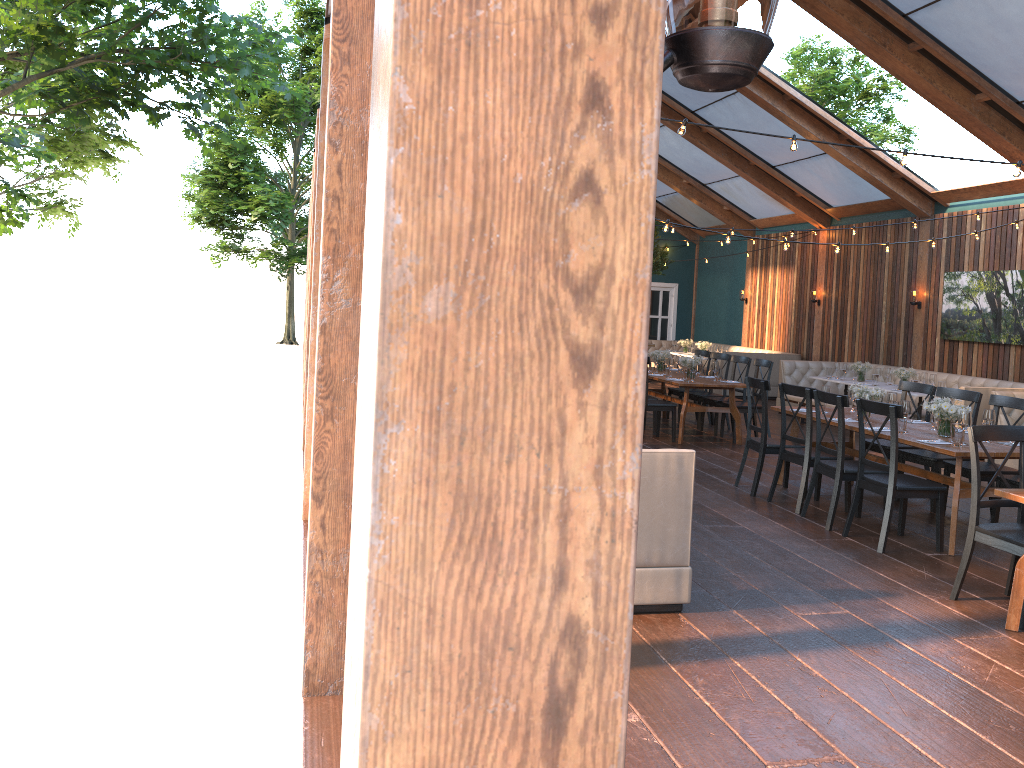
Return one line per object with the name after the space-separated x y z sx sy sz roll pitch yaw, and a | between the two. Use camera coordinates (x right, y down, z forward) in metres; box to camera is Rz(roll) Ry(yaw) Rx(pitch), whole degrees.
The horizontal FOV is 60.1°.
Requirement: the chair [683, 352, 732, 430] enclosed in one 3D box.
2.672 0.082 12.112 0.539 1.018 0.479 2 2 -18 | chair

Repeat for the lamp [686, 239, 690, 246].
2.942 -2.367 14.808 0.060 0.119 0.056 3 2 10 | lamp

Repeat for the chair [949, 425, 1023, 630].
2.860 0.770 4.945 0.477 1.018 0.541 2 3 -19 | chair

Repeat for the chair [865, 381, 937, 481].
3.588 0.495 8.246 0.539 1.018 0.479 2 2 -13 | chair

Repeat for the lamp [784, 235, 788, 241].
4.927 -2.631 15.909 0.064 0.118 0.056 3 2 -5 | lamp

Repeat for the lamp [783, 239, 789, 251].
2.683 -1.364 8.664 0.056 0.120 0.056 3 2 -8 | lamp

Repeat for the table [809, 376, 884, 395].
4.990 0.267 13.242 0.798 0.671 0.802 2 4 -14 | table

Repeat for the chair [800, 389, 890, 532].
2.615 0.576 6.862 0.539 1.018 0.479 3 2 -8 | chair

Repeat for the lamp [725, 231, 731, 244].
2.023 -1.368 8.279 0.056 0.121 0.056 2 2 -15 | lamp

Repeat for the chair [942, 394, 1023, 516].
3.846 0.611 7.157 0.539 1.018 0.479 3 2 -8 | chair

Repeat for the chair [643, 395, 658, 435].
1.559 0.106 11.271 0.539 1.018 0.479 2 2 -11 | chair

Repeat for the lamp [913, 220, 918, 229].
5.113 -2.024 11.222 0.063 0.118 0.057 2 2 -20 | lamp

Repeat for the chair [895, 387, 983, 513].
3.717 0.553 7.701 0.539 1.018 0.479 2 2 -18 | chair

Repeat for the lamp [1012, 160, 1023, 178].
3.445 -1.468 6.037 0.057 0.119 0.056 2 2 -20 | lamp

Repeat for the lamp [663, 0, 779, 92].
0.207 -0.426 0.944 0.178 0.319 0.147 2 2 -13 | lamp

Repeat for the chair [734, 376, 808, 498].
2.356 0.461 7.945 0.539 1.018 0.479 3 2 -6 | chair

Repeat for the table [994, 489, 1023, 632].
3.839 1.003 4.541 2.429 0.728 0.954 2 4 -13 | table

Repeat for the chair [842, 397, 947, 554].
2.750 0.634 6.319 0.539 1.018 0.479 2 2 -13 | chair

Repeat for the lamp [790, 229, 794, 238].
3.595 -1.935 11.356 0.056 0.117 0.067 5 3 40 | lamp

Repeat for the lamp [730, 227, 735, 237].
2.840 -1.957 11.390 0.056 0.121 0.056 3 2 2 | lamp

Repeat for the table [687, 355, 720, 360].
3.969 -0.192 17.550 0.798 0.671 0.802 2 4 -14 | table

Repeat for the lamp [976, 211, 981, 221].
5.869 -2.111 11.131 0.056 0.120 0.056 4 3 29 | lamp

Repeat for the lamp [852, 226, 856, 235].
4.362 -1.954 11.279 0.056 0.121 0.056 3 2 8 | lamp

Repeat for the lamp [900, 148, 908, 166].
2.695 -1.557 6.078 0.056 0.121 0.056 3 2 1 | lamp

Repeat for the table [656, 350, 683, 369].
3.593 -0.361 19.137 0.798 0.671 0.802 2 4 -14 | table

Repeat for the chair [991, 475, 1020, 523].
3.975 0.669 6.611 0.539 1.018 0.479 2 2 -13 | chair

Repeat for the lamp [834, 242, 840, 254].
3.331 -1.396 9.060 0.056 0.120 0.056 3 2 6 | lamp

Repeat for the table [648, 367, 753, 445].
2.124 0.242 11.675 0.949 0.728 2.441 2 5 -14 | table

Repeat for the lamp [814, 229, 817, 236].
5.586 -2.788 16.278 0.056 0.119 0.056 4 2 16 | lamp

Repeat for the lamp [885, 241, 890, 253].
4.002 -1.459 9.423 0.056 0.121 0.056 2 3 -26 | lamp

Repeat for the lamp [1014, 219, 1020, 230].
5.989 -1.890 10.493 0.060 0.119 0.056 3 2 9 | lamp

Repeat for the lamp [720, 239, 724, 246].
3.600 -2.425 15.178 0.056 0.117 0.068 2 3 -17 | lamp

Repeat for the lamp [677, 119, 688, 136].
1.193 -1.790 6.174 0.075 0.114 0.056 5 3 32 | lamp

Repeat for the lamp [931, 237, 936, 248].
4.667 -1.563 9.789 0.056 0.120 0.056 3 2 14 | lamp

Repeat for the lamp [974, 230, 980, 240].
5.330 -1.706 10.147 0.071 0.116 0.056 3 2 9 | lamp

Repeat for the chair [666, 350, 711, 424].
2.543 0.024 12.658 0.539 1.018 0.479 2 2 -13 | chair

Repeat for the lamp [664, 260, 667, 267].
2.899 -2.281 16.724 0.056 0.121 0.056 1 3 -37 | lamp

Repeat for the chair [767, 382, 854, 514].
2.514 0.520 7.400 0.539 1.018 0.479 2 2 -17 | chair

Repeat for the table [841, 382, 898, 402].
5.178 0.352 12.448 0.798 0.671 0.802 2 4 -13 | table

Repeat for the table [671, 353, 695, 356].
3.781 -0.277 18.344 0.798 0.671 0.802 2 4 -13 | table

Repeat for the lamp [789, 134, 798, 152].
1.946 -1.665 6.107 0.056 0.120 0.056 1 3 -38 | lamp

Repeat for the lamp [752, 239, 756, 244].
4.259 -2.514 15.562 0.056 0.120 0.056 2 3 -31 | lamp

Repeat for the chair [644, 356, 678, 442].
1.688 0.164 10.727 0.539 1.018 0.479 2 2 -18 | chair

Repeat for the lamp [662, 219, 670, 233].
1.370 -1.409 7.880 0.056 0.120 0.056 5 3 37 | lamp

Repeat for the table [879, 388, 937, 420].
5.366 0.436 11.655 0.798 0.671 0.802 2 4 -14 | table

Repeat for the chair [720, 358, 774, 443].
2.930 0.199 11.023 0.539 1.018 0.479 3 2 -8 | chair

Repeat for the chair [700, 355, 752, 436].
2.801 0.140 11.568 0.539 1.018 0.479 2 2 -13 | chair

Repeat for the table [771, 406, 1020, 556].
3.163 0.709 7.288 0.949 0.728 2.441 2 5 -14 | table

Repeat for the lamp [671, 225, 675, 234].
2.079 -2.004 11.434 0.056 0.120 0.056 1 3 -38 | lamp
